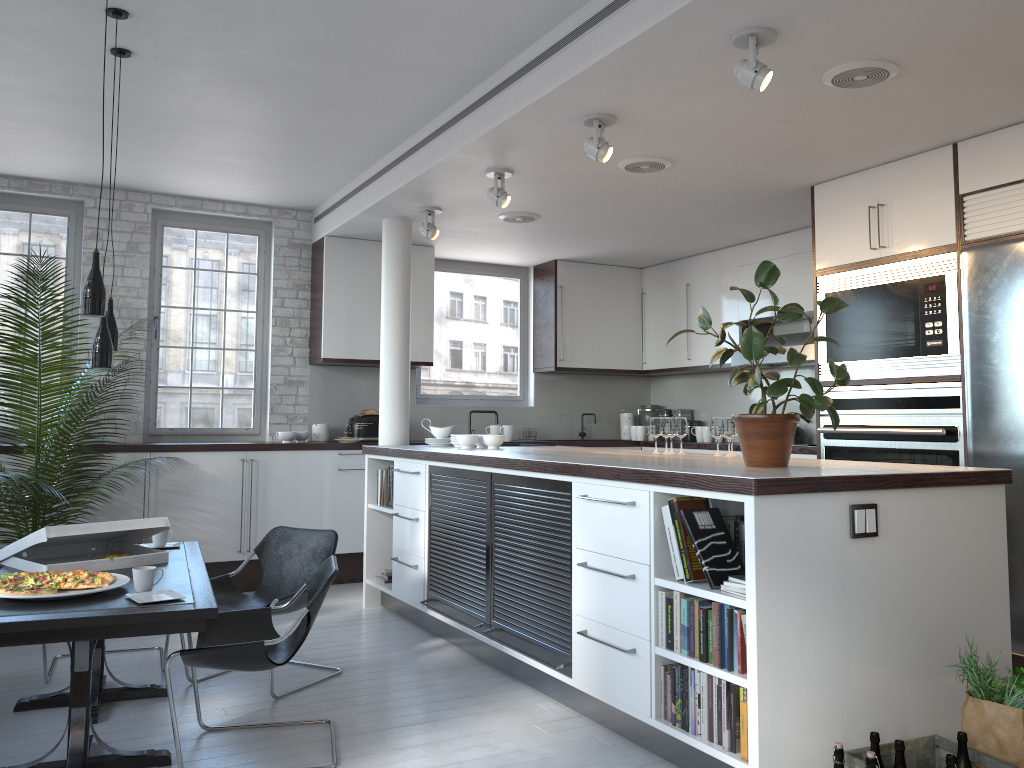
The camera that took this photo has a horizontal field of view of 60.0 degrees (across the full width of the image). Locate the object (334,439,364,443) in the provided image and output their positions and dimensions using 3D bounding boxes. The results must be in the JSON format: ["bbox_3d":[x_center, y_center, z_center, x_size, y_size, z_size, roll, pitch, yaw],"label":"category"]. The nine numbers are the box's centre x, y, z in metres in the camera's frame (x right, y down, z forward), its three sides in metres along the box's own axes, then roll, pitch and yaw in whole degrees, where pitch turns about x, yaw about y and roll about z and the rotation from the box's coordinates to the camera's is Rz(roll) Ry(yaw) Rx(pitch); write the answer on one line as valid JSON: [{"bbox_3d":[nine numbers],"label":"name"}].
[{"bbox_3d":[-1.415,0.496,7.705,0.261,0.028,0.261,2,-3,-40],"label":"object"}]

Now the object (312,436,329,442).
[{"bbox_3d":[-1.709,0.491,7.916,0.153,0.056,0.153,0,-3,15],"label":"object"}]

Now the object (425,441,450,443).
[{"bbox_3d":[-0.536,0.455,6.784,0.261,0.028,0.261,0,-2,-4],"label":"object"}]

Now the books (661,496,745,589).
[{"bbox_3d":[0.758,0.614,3.493,0.186,0.329,0.323,2,-4,-28],"label":"books"}]

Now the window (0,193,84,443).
[{"bbox_3d":[-4.012,-0.530,7.036,1.033,1.997,0.132,3,-5,-28],"label":"window"}]

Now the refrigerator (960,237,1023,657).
[{"bbox_3d":[2.952,0.300,4.167,0.190,2.201,1.751,3,-5,-28],"label":"refrigerator"}]

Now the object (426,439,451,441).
[{"bbox_3d":[-0.536,0.440,6.785,0.261,0.028,0.261,0,-2,0],"label":"object"}]

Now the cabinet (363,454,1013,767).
[{"bbox_3d":[0.483,1.031,5.172,1.499,1.174,4.162,2,-3,-28],"label":"cabinet"}]

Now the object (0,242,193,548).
[{"bbox_3d":[-3.475,0.351,6.062,1.922,2.630,2.394,-1,-4,20],"label":"object"}]

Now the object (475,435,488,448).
[{"bbox_3d":[-0.213,0.409,6.320,0.156,0.093,0.156,3,-4,-42],"label":"object"}]

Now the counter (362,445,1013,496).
[{"bbox_3d":[0.482,0.444,5.229,1.445,0.061,4.192,2,-3,-28],"label":"counter"}]

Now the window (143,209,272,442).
[{"bbox_3d":[-4.361,-0.646,11.965,8.130,6.088,9.128,2,-4,-28],"label":"window"}]

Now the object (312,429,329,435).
[{"bbox_3d":[-1.710,0.425,7.917,0.153,0.063,0.152,0,-3,1],"label":"object"}]

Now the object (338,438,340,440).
[{"bbox_3d":[-1.451,0.488,7.750,0.136,0.037,0.138,2,-3,-30],"label":"object"}]

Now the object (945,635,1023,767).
[{"bbox_3d":[1.745,1.230,3.199,0.344,0.623,0.211,-2,-5,30],"label":"object"}]

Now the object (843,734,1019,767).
[{"bbox_3d":[1.436,1.405,3.010,0.455,0.249,0.389,1,-3,-22],"label":"object"}]

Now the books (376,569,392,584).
[{"bbox_3d":[-0.784,1.288,6.488,0.293,0.325,0.471,2,-4,-31],"label":"books"}]

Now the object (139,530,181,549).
[{"bbox_3d":[-1.899,0.832,4.782,0.204,0.099,0.175,1,-3,-23],"label":"object"}]

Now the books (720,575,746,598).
[{"bbox_3d":[0.921,0.741,3.273,0.272,0.054,0.204,2,-3,-32],"label":"books"}]

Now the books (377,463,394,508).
[{"bbox_3d":[-0.804,0.735,6.501,0.253,0.324,0.508,2,-4,-28],"label":"books"}]

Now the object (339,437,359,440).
[{"bbox_3d":[-1.422,0.481,7.706,0.138,0.044,0.136,-1,-3,24],"label":"object"}]

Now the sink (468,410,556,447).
[{"bbox_3d":[-0.073,0.468,6.927,0.648,0.520,0.545,2,-4,-28],"label":"sink"}]

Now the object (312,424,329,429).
[{"bbox_3d":[-1.712,0.392,7.922,0.154,0.075,0.152,-1,-3,29],"label":"object"}]

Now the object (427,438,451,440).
[{"bbox_3d":[-0.536,0.432,6.786,0.261,0.028,0.261,2,-3,-40],"label":"object"}]

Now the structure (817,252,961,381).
[{"bbox_3d":[2.713,-0.375,5.709,0.956,0.706,1.030,2,-4,-28],"label":"structure"}]

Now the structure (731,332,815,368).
[{"bbox_3d":[2.433,-0.295,7.593,0.522,0.250,1.040,2,-3,-28],"label":"structure"}]

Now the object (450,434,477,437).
[{"bbox_3d":[-0.339,0.394,6.545,0.235,0.041,0.235,0,-3,13],"label":"object"}]

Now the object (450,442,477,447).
[{"bbox_3d":[-0.339,0.447,6.540,0.235,0.041,0.235,2,-3,-32],"label":"object"}]

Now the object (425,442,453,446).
[{"bbox_3d":[-0.536,0.462,6.783,0.261,0.028,0.261,2,-3,-39],"label":"object"}]

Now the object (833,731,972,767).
[{"bbox_3d":[1.328,1.365,2.957,0.556,0.325,0.288,0,-4,-1],"label":"object"}]

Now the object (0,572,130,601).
[{"bbox_3d":[-1.804,0.812,3.514,0.532,0.042,0.531,2,-3,-31],"label":"object"}]

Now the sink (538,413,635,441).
[{"bbox_3d":[0.751,0.504,9.010,0.915,0.414,0.433,2,-4,-28],"label":"sink"}]

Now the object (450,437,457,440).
[{"bbox_3d":[-0.340,0.412,6.543,0.235,0.041,0.235,2,-3,-35],"label":"object"}]

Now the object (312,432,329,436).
[{"bbox_3d":[-1.710,0.455,7.916,0.153,0.074,0.152,2,-3,-25],"label":"object"}]

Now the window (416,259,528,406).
[{"bbox_3d":[-0.405,-0.510,8.956,1.297,1.463,0.132,2,-5,-28],"label":"window"}]

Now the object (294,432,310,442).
[{"bbox_3d":[-1.840,0.462,7.716,0.156,0.093,0.156,-2,-4,43],"label":"object"}]

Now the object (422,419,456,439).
[{"bbox_3d":[-0.561,0.353,6.792,0.269,0.174,0.130,0,-4,1],"label":"object"}]

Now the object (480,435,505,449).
[{"bbox_3d":[-0.131,0.403,6.165,0.156,0.093,0.156,1,-3,-13],"label":"object"}]

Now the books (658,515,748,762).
[{"bbox_3d":[0.924,0.935,3.434,0.491,0.800,0.539,2,-5,-28],"label":"books"}]

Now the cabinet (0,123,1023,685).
[{"bbox_3d":[-0.043,0.109,5.126,7.224,3.009,7.286,2,-3,-28],"label":"cabinet"}]

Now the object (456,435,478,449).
[{"bbox_3d":[-0.309,0.402,6.155,0.156,0.093,0.156,2,-3,-28],"label":"object"}]

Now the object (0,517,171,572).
[{"bbox_3d":[-2.047,0.750,4.255,0.587,0.216,0.590,-2,-4,41],"label":"object"}]

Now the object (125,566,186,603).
[{"bbox_3d":[-1.402,0.780,3.453,0.175,0.097,0.301,3,-3,-38],"label":"object"}]

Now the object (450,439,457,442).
[{"bbox_3d":[-0.340,0.430,6.542,0.235,0.041,0.235,2,-3,-29],"label":"object"}]

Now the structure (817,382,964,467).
[{"bbox_3d":[2.656,0.528,5.607,1.023,1.030,1.047,2,-4,-28],"label":"structure"}]

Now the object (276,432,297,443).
[{"bbox_3d":[-1.920,0.455,7.568,0.156,0.093,0.156,2,-3,-29],"label":"object"}]
